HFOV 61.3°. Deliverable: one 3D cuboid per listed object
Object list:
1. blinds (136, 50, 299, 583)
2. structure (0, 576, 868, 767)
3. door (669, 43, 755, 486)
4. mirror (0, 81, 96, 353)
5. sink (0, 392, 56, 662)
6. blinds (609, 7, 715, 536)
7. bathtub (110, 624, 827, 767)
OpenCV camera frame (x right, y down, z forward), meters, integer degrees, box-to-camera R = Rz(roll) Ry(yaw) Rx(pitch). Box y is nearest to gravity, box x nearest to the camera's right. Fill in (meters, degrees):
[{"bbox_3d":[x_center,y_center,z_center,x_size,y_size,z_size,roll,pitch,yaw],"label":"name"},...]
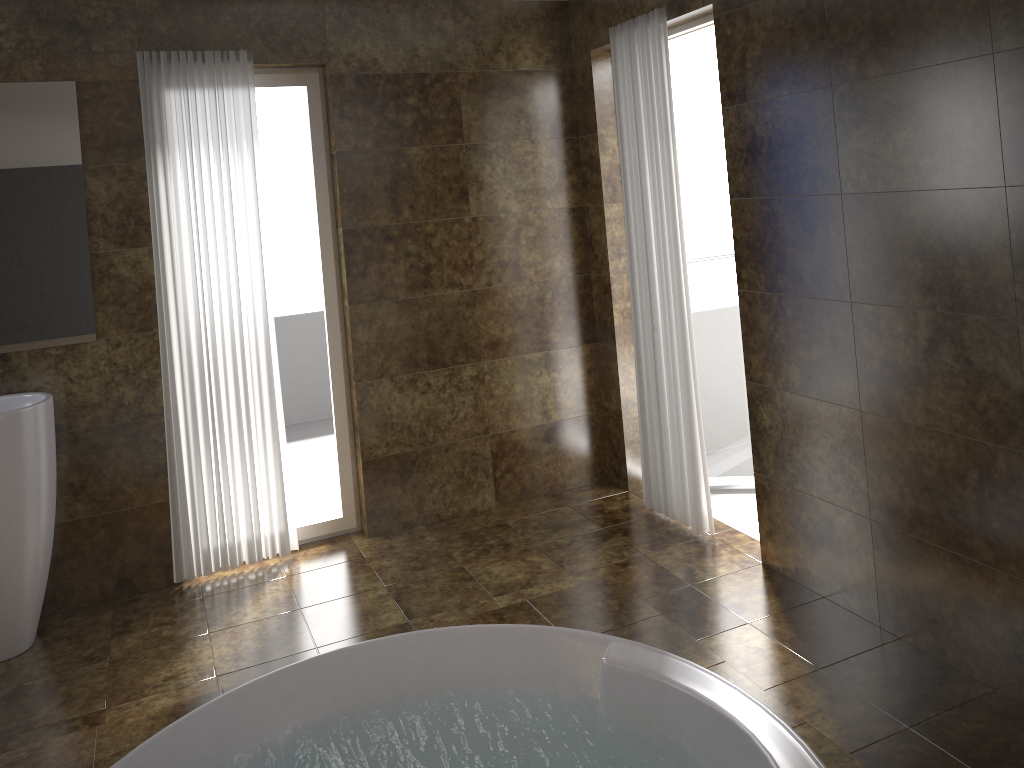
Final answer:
[{"bbox_3d":[-1.270,-0.328,3.721,0.523,2.232,0.067,-5,0,-23],"label":"blinds"},{"bbox_3d":[-0.161,1.085,1.791,2.025,0.122,2.030,-10,13,-22],"label":"structure"},{"bbox_3d":[1.128,-0.596,4.259,0.958,2.195,0.040,-5,-1,11],"label":"door"},{"bbox_3d":[-2.109,-0.651,3.413,0.775,1.076,0.008,-7,0,-23],"label":"mirror"},{"bbox_3d":[-1.932,0.428,3.196,0.462,1.120,0.437,-5,1,-20],"label":"sink"},{"bbox_3d":[0.634,-0.512,3.843,0.069,2.244,0.483,-5,0,-23],"label":"blinds"},{"bbox_3d":[-0.162,1.077,1.789,1.746,0.514,1.795,-3,11,8],"label":"bathtub"}]
